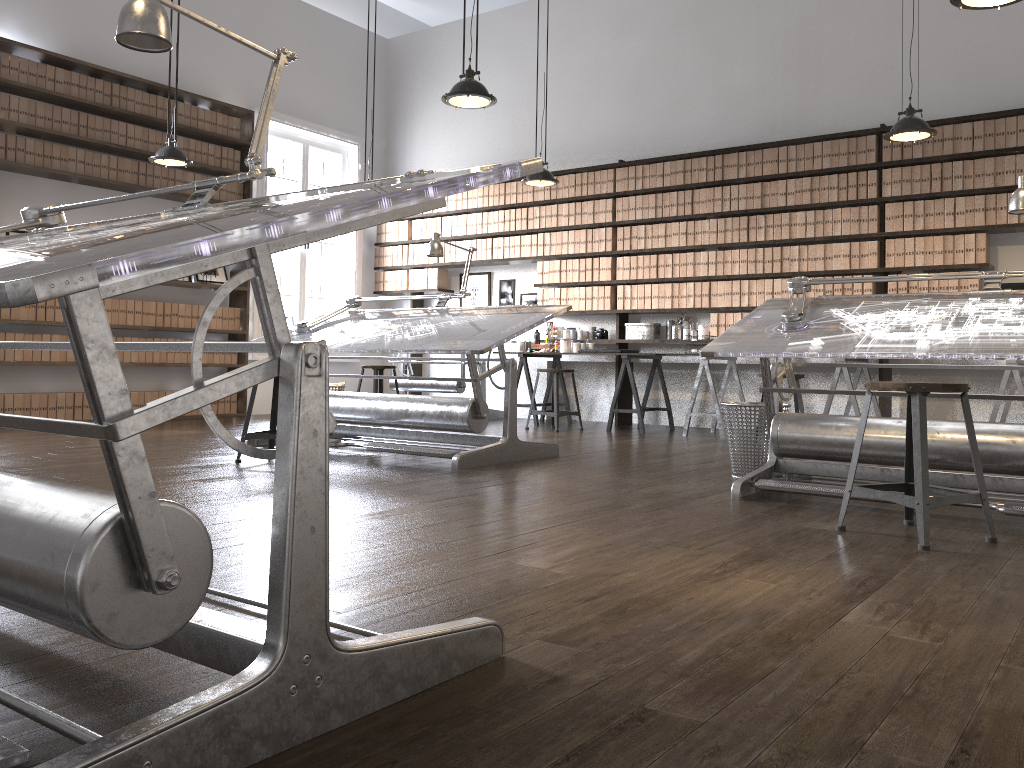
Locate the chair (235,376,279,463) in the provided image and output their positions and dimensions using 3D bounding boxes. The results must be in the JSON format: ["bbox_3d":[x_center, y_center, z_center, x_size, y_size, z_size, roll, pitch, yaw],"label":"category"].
[{"bbox_3d":[-1.263,0.168,4.874,0.358,0.529,0.371,1,-1,14],"label":"chair"}]

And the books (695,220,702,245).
[{"bbox_3d":[1.677,-1.317,7.806,0.067,0.226,0.174,0,-1,36],"label":"books"}]

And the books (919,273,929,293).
[{"bbox_3d":[3.139,-0.719,6.717,0.067,0.226,0.174,0,-1,36],"label":"books"}]

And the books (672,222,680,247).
[{"bbox_3d":[1.503,-1.322,7.927,0.067,0.226,0.174,0,-1,36],"label":"books"}]

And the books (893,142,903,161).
[{"bbox_3d":[3.004,-1.824,6.860,0.067,0.226,0.174,0,-1,36],"label":"books"}]

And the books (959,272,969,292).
[{"bbox_3d":[3.364,-0.711,6.558,0.067,0.226,0.174,0,-1,36],"label":"books"}]

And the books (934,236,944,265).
[{"bbox_3d":[3.227,-0.991,6.663,0.067,0.226,0.174,0,-1,36],"label":"books"}]

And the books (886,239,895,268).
[{"bbox_3d":[2.954,-1.001,6.869,0.067,0.226,0.174,0,-1,36],"label":"books"}]

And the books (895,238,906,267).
[{"bbox_3d":[3.010,-0.999,6.826,0.067,0.226,0.174,0,-1,36],"label":"books"}]

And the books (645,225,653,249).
[{"bbox_3d":[1.287,-1.330,8.087,0.067,0.226,0.174,0,-1,36],"label":"books"}]

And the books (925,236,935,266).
[{"bbox_3d":[3.176,-0.993,6.705,0.067,0.226,0.174,0,-1,36],"label":"books"}]

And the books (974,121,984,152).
[{"bbox_3d":[3.456,-1.808,6.533,0.067,0.226,0.174,0,-1,36],"label":"books"}]

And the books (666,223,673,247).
[{"bbox_3d":[1.453,-1.324,7.965,0.067,0.226,0.174,0,-1,36],"label":"books"}]

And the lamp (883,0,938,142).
[{"bbox_3d":[2.504,-2.671,5.559,0.312,2.256,0.310,2,-2,-29],"label":"lamp"}]

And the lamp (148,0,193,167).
[{"bbox_3d":[-2.539,-2.787,6.673,0.311,2.256,0.312,1,-2,16],"label":"lamp"}]

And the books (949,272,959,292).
[{"bbox_3d":[3.307,-0.713,6.593,0.067,0.226,0.174,0,-1,36],"label":"books"}]

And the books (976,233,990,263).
[{"bbox_3d":[3.458,-0.983,6.503,0.067,0.226,0.174,0,-1,36],"label":"books"}]

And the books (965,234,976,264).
[{"bbox_3d":[3.398,-0.985,6.541,0.067,0.226,0.174,0,-1,36],"label":"books"}]

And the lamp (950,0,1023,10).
[{"bbox_3d":[1.889,-2.634,3.464,0.312,2.256,0.310,2,-2,-29],"label":"lamp"}]

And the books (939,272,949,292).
[{"bbox_3d":[3.256,-0.715,6.638,0.067,0.226,0.174,0,-1,36],"label":"books"}]

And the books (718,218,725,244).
[{"bbox_3d":[1.847,-1.310,7.674,0.067,0.226,0.174,0,-1,36],"label":"books"}]

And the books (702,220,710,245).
[{"bbox_3d":[1.731,-1.315,7.762,0.067,0.226,0.174,0,-1,36],"label":"books"}]

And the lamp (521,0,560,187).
[{"bbox_3d":[0.248,-2.749,7.194,0.311,2.256,0.312,1,-2,16],"label":"lamp"}]

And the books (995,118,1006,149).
[{"bbox_3d":[3.573,-1.804,6.456,0.067,0.226,0.174,0,-1,36],"label":"books"}]

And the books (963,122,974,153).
[{"bbox_3d":[3.398,-1.810,6.577,0.067,0.226,0.174,0,-1,36],"label":"books"}]

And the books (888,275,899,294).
[{"bbox_3d":[2.963,-0.725,6.850,0.067,0.226,0.174,0,-1,36],"label":"books"}]

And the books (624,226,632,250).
[{"bbox_3d":[1.109,-1.336,8.210,0.067,0.226,0.174,0,-1,36],"label":"books"}]

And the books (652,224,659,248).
[{"bbox_3d":[1.345,-1.328,8.045,0.067,0.226,0.174,0,-1,36],"label":"books"}]

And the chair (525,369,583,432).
[{"bbox_3d":[0.367,0.135,7.548,0.372,0.529,0.358,0,-1,44],"label":"chair"}]

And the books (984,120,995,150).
[{"bbox_3d":[3.515,-1.806,6.495,0.067,0.226,0.174,0,-1,36],"label":"books"}]

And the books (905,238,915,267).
[{"bbox_3d":[3.064,-0.997,6.782,0.067,0.226,0.174,0,-1,36],"label":"books"}]

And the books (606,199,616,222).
[{"bbox_3d":[0.960,-1.617,8.330,0.067,0.226,0.174,0,-1,36],"label":"books"}]

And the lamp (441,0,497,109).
[{"bbox_3d":[-0.220,-2.707,4.992,0.312,2.256,0.310,2,-2,-34],"label":"lamp"}]

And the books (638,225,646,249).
[{"bbox_3d":[1.228,-1.332,8.125,0.067,0.226,0.174,0,-1,36],"label":"books"}]

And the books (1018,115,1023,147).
[{"bbox_3d":[3.683,-1.800,6.367,0.067,0.226,0.174,0,-1,36],"label":"books"}]

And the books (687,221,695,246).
[{"bbox_3d":[1.620,-1.319,7.845,0.067,0.226,0.174,0,-1,36],"label":"books"}]

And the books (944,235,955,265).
[{"bbox_3d":[3.286,-0.989,6.628,0.067,0.226,0.174,0,-1,36],"label":"books"}]

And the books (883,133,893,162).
[{"bbox_3d":[2.947,-1.826,6.908,0.067,0.226,0.174,0,-1,36],"label":"books"}]

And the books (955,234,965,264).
[{"bbox_3d":[3.343,-0.987,6.586,0.067,0.226,0.174,0,-1,36],"label":"books"}]

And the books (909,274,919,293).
[{"bbox_3d":[3.084,-0.721,6.763,0.067,0.226,0.174,0,-1,36],"label":"books"}]

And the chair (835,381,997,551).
[{"bbox_3d":[1.359,0.258,2.984,0.358,0.529,0.371,1,-1,-26],"label":"chair"}]

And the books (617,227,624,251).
[{"bbox_3d":[1.052,-1.338,8.258,0.067,0.226,0.174,0,-1,36],"label":"books"}]

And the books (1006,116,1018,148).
[{"bbox_3d":[3.627,-1.802,6.412,0.067,0.226,0.174,0,-1,36],"label":"books"}]

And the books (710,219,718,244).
[{"bbox_3d":[1.788,-1.313,7.716,0.067,0.226,0.174,0,-1,36],"label":"books"}]

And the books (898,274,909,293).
[{"bbox_3d":[3.020,-0.723,6.802,0.067,0.226,0.174,0,-1,36],"label":"books"}]

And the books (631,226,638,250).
[{"bbox_3d":[1.173,-1.334,8.171,0.067,0.226,0.174,0,-1,36],"label":"books"}]

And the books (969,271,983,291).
[{"bbox_3d":[3.414,-0.709,6.520,0.067,0.226,0.174,0,-1,36],"label":"books"}]

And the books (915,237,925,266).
[{"bbox_3d":[3.124,-0.995,6.741,0.067,0.226,0.174,0,-1,36],"label":"books"}]

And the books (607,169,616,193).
[{"bbox_3d":[0.970,-1.894,8.333,0.067,0.226,0.174,0,-1,36],"label":"books"}]

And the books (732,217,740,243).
[{"bbox_3d":[1.955,-1.307,7.604,0.067,0.226,0.174,0,-1,36],"label":"books"}]

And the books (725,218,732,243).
[{"bbox_3d":[1.900,-1.309,7.640,0.067,0.226,0.174,0,-1,36],"label":"books"}]

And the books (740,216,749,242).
[{"bbox_3d":[2.012,-1.305,7.556,0.067,0.226,0.174,0,-1,36],"label":"books"}]

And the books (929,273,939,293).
[{"bbox_3d":[3.198,-0.717,6.679,0.067,0.226,0.174,0,-1,36],"label":"books"}]

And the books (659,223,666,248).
[{"bbox_3d":[1.396,-1.326,8.001,0.067,0.226,0.174,0,-1,36],"label":"books"}]

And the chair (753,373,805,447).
[{"bbox_3d":[1.924,0.191,6.334,0.372,0.529,0.358,1,-1,9],"label":"chair"}]

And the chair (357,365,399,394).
[{"bbox_3d":[-1.225,0.094,8.096,0.372,0.529,0.358,0,-1,44],"label":"chair"}]

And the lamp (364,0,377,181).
[{"bbox_3d":[-1.331,-2.803,8.333,0.311,2.256,0.312,1,-2,16],"label":"lamp"}]

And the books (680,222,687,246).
[{"bbox_3d":[1.560,-1.320,7.883,0.067,0.226,0.174,0,-1,36],"label":"books"}]
